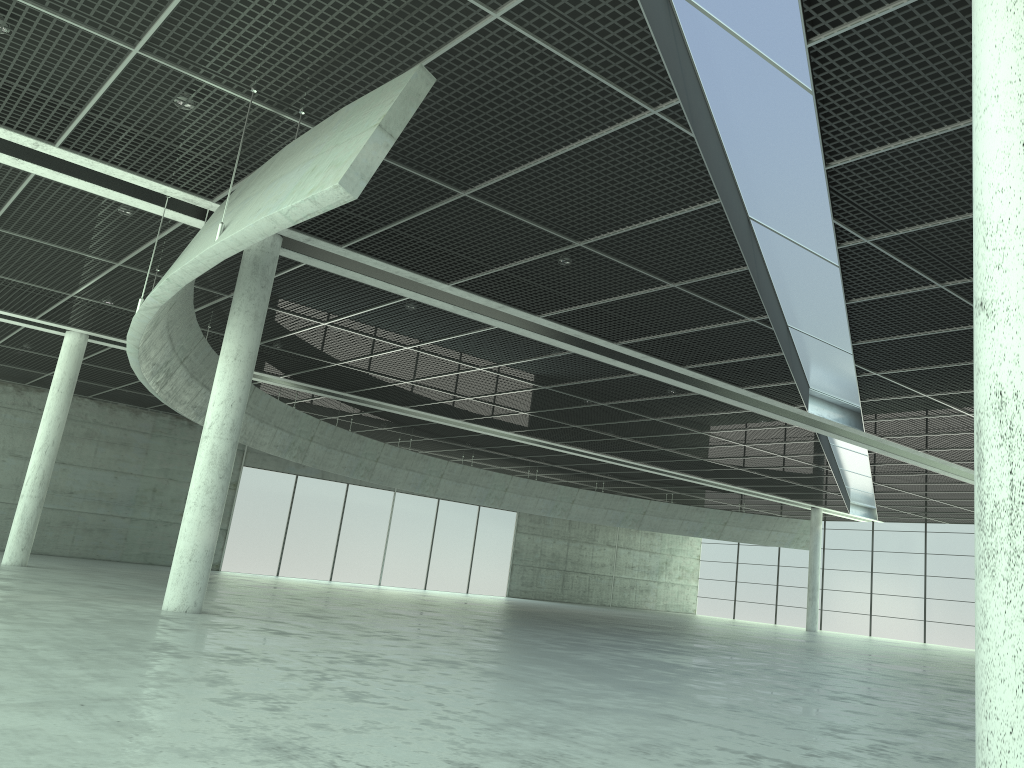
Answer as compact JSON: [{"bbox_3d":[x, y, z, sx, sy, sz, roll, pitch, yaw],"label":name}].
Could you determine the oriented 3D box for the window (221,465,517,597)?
[{"bbox_3d":[-12.705,17.442,90.312,33.511,10.665,0.159,18,-17,-37],"label":"window"}]

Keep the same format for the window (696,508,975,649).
[{"bbox_3d":[19.453,9.489,53.137,100.734,16.085,99.588,17,-17,-37],"label":"window"}]
